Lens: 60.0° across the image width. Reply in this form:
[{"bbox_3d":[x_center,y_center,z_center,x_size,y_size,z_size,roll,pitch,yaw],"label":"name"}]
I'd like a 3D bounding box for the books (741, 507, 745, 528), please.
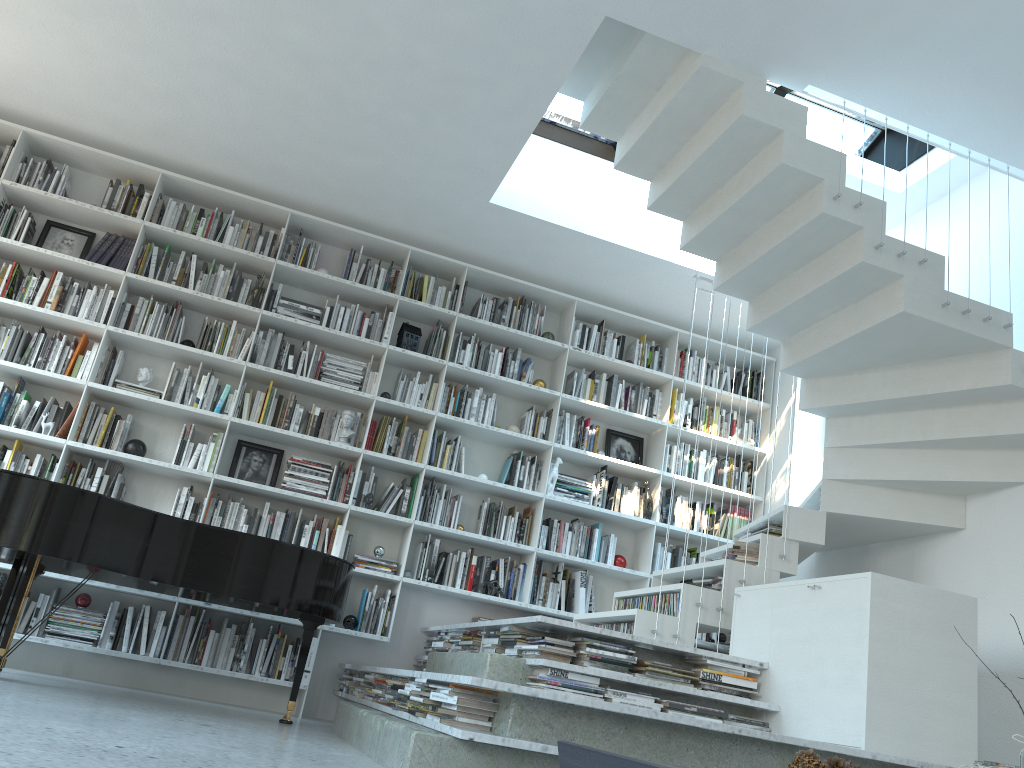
[{"bbox_3d":[1.670,1.075,6.611,0.018,0.292,0.170,15,-20,-14],"label":"books"}]

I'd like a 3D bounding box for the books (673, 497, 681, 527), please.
[{"bbox_3d":[1.165,0.956,6.466,0.026,0.245,0.181,15,-20,-14],"label":"books"}]

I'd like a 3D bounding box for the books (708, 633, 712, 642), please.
[{"bbox_3d":[1.374,1.714,6.273,0.024,0.242,0.141,15,-20,-14],"label":"books"}]

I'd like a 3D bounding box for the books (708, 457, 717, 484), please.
[{"bbox_3d":[1.461,0.681,6.649,0.045,0.244,0.177,15,-20,-14],"label":"books"}]

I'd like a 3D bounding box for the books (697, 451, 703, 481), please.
[{"bbox_3d":[1.365,0.646,6.627,0.022,0.261,0.173,15,-20,-14],"label":"books"}]

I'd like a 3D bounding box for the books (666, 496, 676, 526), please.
[{"bbox_3d":[1.130,0.948,6.457,0.022,0.242,0.171,15,-20,-14],"label":"books"}]

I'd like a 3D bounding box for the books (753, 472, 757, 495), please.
[{"bbox_3d":[1.796,0.788,6.739,0.021,0.218,0.184,15,-20,-14],"label":"books"}]

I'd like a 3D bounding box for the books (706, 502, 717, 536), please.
[{"bbox_3d":[1.448,1.025,6.561,0.026,0.276,0.170,15,-20,-14],"label":"books"}]

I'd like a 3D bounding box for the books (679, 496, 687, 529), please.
[{"bbox_3d":[1.225,0.965,6.483,0.056,0.260,0.177,15,-20,-14],"label":"books"}]

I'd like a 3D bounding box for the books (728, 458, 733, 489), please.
[{"bbox_3d":[1.604,0.706,6.695,0.013,0.276,0.188,15,-20,-14],"label":"books"}]

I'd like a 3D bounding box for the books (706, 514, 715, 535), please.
[{"bbox_3d":[1.425,1.056,6.514,0.024,0.180,0.191,15,-20,-14],"label":"books"}]

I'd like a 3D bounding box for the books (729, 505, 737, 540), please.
[{"bbox_3d":[1.607,1.052,6.581,0.018,0.292,0.170,15,-20,-14],"label":"books"}]

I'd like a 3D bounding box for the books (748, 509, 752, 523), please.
[{"bbox_3d":[1.724,1.086,6.615,0.018,0.292,0.170,15,-20,-14],"label":"books"}]

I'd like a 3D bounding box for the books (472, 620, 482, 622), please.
[{"bbox_3d":[-0.083,1.605,5.871,0.346,0.007,0.194,15,-20,-12],"label":"books"}]

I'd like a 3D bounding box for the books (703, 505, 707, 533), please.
[{"bbox_3d":[1.383,1.024,6.549,0.025,0.248,0.134,15,-20,-14],"label":"books"}]

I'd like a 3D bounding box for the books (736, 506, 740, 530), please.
[{"bbox_3d":[1.636,1.065,6.602,0.018,0.292,0.170,15,-20,-14],"label":"books"}]

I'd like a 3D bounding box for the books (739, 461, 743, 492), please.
[{"bbox_3d":[1.698,0.734,6.732,0.013,0.282,0.149,15,-20,-14],"label":"books"}]

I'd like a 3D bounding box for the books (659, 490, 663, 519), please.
[{"bbox_3d":[1.047,0.918,6.468,0.010,0.278,0.148,15,-20,-14],"label":"books"}]

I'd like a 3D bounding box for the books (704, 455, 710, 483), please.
[{"bbox_3d":[1.429,0.675,6.662,0.012,0.253,0.161,15,-20,-14],"label":"books"}]

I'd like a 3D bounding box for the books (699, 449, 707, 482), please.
[{"bbox_3d":[1.390,0.644,6.642,0.030,0.282,0.167,15,-20,-14],"label":"books"}]

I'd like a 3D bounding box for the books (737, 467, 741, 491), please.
[{"bbox_3d":[1.666,0.753,6.708,0.025,0.219,0.178,15,-20,-14],"label":"books"}]

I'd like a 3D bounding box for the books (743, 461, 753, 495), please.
[{"bbox_3d":[1.773,0.746,6.742,0.042,0.291,0.187,15,-20,-14],"label":"books"}]

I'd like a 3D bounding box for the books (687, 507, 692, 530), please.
[{"bbox_3d":[1.256,1.009,6.481,0.023,0.188,0.170,15,-20,-14],"label":"books"}]

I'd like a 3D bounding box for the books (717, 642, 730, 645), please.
[{"bbox_3d":[1.494,1.859,6.342,0.199,0.008,0.111,15,-20,-14],"label":"books"}]

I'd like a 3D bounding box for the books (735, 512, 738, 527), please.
[{"bbox_3d":[1.619,1.061,6.598,0.018,0.292,0.170,15,-20,-14],"label":"books"}]

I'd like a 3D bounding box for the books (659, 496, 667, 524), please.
[{"bbox_3d":[1.080,0.947,6.470,0.066,0.235,0.144,15,-20,-14],"label":"books"}]

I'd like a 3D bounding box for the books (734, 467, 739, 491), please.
[{"bbox_3d":[1.644,0.748,6.692,0.025,0.211,0.189,15,-20,-14],"label":"books"}]

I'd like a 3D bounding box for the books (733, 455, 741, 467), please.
[{"bbox_3d":[1.688,0.711,6.744,0.013,0.329,0.140,15,-20,-14],"label":"books"}]

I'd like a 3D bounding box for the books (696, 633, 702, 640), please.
[{"bbox_3d":[1.288,1.674,6.239,0.031,0.265,0.169,15,-20,-14],"label":"books"}]

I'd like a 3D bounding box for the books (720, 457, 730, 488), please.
[{"bbox_3d":[1.592,0.701,6.695,0.012,0.282,0.152,15,-20,-14],"label":"books"}]

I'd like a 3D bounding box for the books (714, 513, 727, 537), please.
[{"bbox_3d":[1.500,1.068,6.553,0.089,0.216,0.167,15,-20,-14],"label":"books"}]

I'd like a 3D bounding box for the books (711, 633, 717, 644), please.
[{"bbox_3d":[1.405,1.669,6.269,0.010,0.334,0.185,15,-20,-14],"label":"books"}]

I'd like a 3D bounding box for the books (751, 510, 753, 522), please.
[{"bbox_3d":[1.738,1.094,6.629,0.018,0.292,0.170,15,-20,-14],"label":"books"}]

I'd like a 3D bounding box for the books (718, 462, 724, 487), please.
[{"bbox_3d":[1.539,0.716,6.695,0.028,0.236,0.146,15,-20,-14],"label":"books"}]

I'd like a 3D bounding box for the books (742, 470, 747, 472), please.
[{"bbox_3d":[1.732,0.775,6.752,0.024,0.229,0.131,15,-20,-14],"label":"books"}]

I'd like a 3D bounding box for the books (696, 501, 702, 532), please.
[{"bbox_3d":[1.329,1.000,6.526,0.029,0.258,0.172,15,-20,-14],"label":"books"}]

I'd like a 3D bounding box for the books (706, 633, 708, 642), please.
[{"bbox_3d":[1.345,1.684,6.269,0.047,0.286,0.141,15,-20,-14],"label":"books"}]

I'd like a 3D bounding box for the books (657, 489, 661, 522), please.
[{"bbox_3d":[1.020,0.902,6.436,0.025,0.276,0.161,15,-20,-14],"label":"books"}]

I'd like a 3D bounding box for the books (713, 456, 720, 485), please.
[{"bbox_3d":[1.492,0.685,6.665,0.023,0.257,0.184,15,-20,-14],"label":"books"}]

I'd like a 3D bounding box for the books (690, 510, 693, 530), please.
[{"bbox_3d":[1.273,1.024,6.506,0.030,0.183,0.137,15,-20,-14],"label":"books"}]

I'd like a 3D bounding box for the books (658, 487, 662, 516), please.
[{"bbox_3d":[1.033,0.904,6.457,0.010,0.292,0.164,15,-20,-14],"label":"books"}]

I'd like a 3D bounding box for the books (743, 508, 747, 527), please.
[{"bbox_3d":[1.689,1.078,6.611,0.018,0.292,0.170,15,-20,-14],"label":"books"}]

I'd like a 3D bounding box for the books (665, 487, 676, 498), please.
[{"bbox_3d":[1.147,0.921,6.491,0.012,0.321,0.142,15,-20,-14],"label":"books"}]

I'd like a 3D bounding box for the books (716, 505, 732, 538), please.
[{"bbox_3d":[1.544,1.042,6.577,0.072,0.290,0.170,15,-20,-14],"label":"books"}]

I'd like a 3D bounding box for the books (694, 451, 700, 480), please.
[{"bbox_3d":[1.343,0.642,6.623,0.024,0.258,0.157,15,-20,-14],"label":"books"}]

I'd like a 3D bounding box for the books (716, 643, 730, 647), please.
[{"bbox_3d":[1.495,1.865,6.333,0.199,0.008,0.111,14,-20,-10],"label":"books"}]

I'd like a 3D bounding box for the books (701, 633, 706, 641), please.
[{"bbox_3d":[1.316,1.722,6.242,0.024,0.188,0.176,15,-20,-14],"label":"books"}]

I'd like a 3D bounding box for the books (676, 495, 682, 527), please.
[{"bbox_3d":[1.185,0.956,6.485,0.022,0.264,0.157,15,-20,-14],"label":"books"}]

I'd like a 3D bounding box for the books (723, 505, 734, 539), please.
[{"bbox_3d":[1.580,1.050,6.587,0.033,0.293,0.170,15,-20,-14],"label":"books"}]

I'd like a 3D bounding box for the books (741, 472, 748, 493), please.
[{"bbox_3d":[1.715,0.775,6.708,0.029,0.194,0.192,15,-20,-14],"label":"books"}]

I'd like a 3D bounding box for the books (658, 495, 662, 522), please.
[{"bbox_3d":[1.038,0.931,6.451,0.010,0.238,0.148,15,-20,-14],"label":"books"}]

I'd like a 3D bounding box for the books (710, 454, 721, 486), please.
[{"bbox_3d":[1.520,0.684,6.697,0.024,0.290,0.132,15,-20,-14],"label":"books"}]

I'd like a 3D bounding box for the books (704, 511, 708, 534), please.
[{"bbox_3d":[1.397,1.050,6.550,0.014,0.206,0.138,15,-20,-14],"label":"books"}]

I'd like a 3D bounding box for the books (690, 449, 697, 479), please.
[{"bbox_3d":[1.318,0.633,6.628,0.025,0.270,0.153,15,-20,-14],"label":"books"}]

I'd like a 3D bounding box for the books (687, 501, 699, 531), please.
[{"bbox_3d":[1.307,0.997,6.508,0.022,0.246,0.181,15,-20,-14],"label":"books"}]

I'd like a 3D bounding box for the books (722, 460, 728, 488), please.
[{"bbox_3d":[1.569,0.713,6.694,0.025,0.251,0.160,15,-20,-14],"label":"books"}]

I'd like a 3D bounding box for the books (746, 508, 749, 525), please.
[{"bbox_3d":[1.704,1.084,6.620,0.018,0.292,0.170,15,-20,-14],"label":"books"}]

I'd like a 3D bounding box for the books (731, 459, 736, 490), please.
[{"bbox_3d":[1.624,0.715,6.696,0.028,0.267,0.174,15,-20,-14],"label":"books"}]

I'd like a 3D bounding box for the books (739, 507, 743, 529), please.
[{"bbox_3d":[1.655,1.069,6.603,0.018,0.292,0.170,15,-20,-14],"label":"books"}]

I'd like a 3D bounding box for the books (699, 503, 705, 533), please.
[{"bbox_3d":[1.367,1.016,6.543,0.012,0.253,0.161,15,-20,-14],"label":"books"}]
